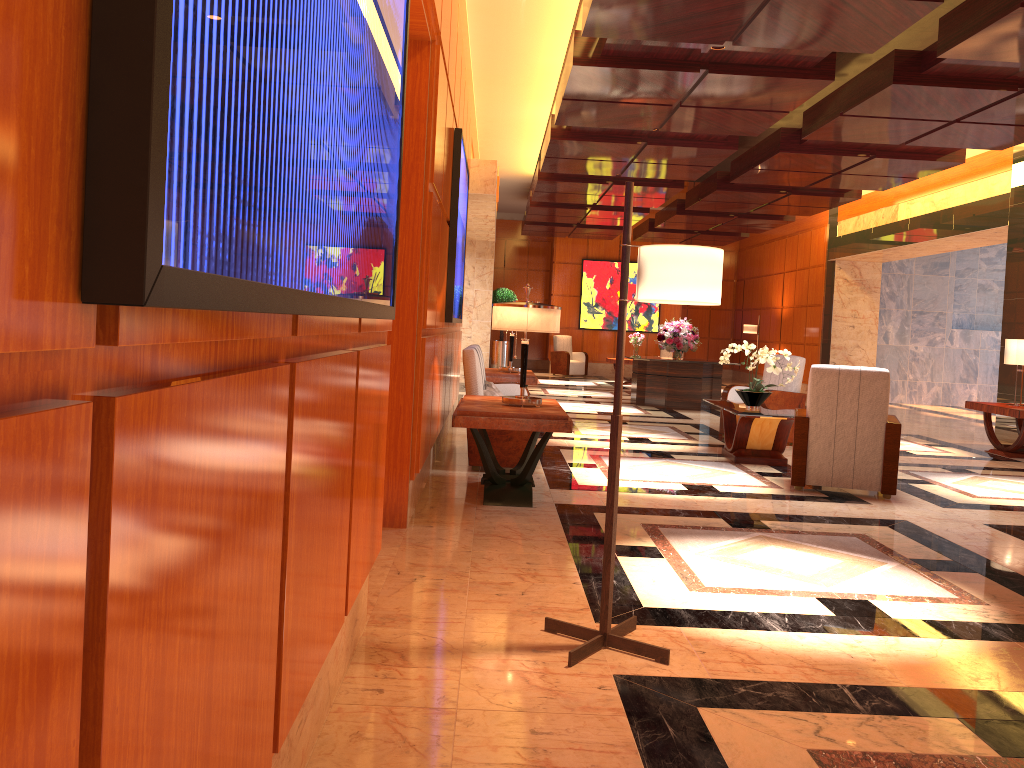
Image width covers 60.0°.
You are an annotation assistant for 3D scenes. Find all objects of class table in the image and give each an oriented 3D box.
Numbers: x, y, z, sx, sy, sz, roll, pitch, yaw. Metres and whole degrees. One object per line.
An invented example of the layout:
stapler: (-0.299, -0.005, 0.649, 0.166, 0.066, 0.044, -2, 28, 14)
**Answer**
table: (5.580, 0.519, 9.681, 0.725, 0.533, 1.169, 3, 3, 2)
table: (2.264, 0.465, 8.239, 0.722, 0.495, 1.562, 3, 4, 2)
table: (2.653, -0.258, 19.211, 1.167, 0.533, 0.726, 3, 3, -1)
table: (-0.020, 0.438, 5.955, 0.725, 0.606, 1.272, 3, 3, -1)
table: (2.570, -0.024, 13.968, 1.600, 0.744, 1.603, 3, 3, -1)
table: (-0.107, 0.157, 10.175, 0.725, 0.606, 1.272, 3, 3, -1)

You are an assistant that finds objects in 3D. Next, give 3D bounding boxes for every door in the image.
door: (-0.660, -0.494, 4.034, 0.340, 2.648, 1.540, 3, 2, -1)

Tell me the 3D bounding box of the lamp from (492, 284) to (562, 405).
lamp: (0.087, -0.267, 5.871, 0.458, 0.793, 0.459, 1, 3, -39)

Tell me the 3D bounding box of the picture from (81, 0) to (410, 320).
picture: (-0.337, -0.860, 1.765, 0.056, 1.450, 2.000, 3, 3, -1)

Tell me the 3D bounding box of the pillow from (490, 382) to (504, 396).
pillow: (-0.154, 0.094, 8.084, 0.202, 0.229, 0.274, 3, 3, 1)

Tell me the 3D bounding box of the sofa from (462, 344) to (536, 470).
sofa: (-0.113, 0.148, 7.657, 0.612, 0.931, 1.802, 3, 3, -1)

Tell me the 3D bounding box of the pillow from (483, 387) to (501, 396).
pillow: (-0.143, 0.147, 7.202, 0.195, 0.226, 0.344, 3, 3, 4)

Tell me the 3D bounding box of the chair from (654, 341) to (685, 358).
chair: (3.794, -0.553, 21.264, 0.738, 0.960, 0.629, 4, 2, 18)

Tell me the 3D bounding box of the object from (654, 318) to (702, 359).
object: (2.608, -0.724, 13.931, 0.649, 0.657, 0.681, 3, 3, -10)

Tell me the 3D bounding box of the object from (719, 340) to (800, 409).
object: (2.239, -0.085, 8.106, 0.788, 0.616, 0.418, 2, 3, -24)

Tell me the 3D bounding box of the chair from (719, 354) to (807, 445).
chair: (2.770, 0.149, 9.733, 0.628, 0.960, 0.739, 2, 2, -22)

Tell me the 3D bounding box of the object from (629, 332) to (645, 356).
object: (2.696, -0.824, 19.227, 0.351, 0.595, 0.327, 4, 2, 19)

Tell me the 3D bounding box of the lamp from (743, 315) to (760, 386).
lamp: (5.505, -0.734, 20.157, 0.526, 1.659, 0.360, 3, 2, -11)

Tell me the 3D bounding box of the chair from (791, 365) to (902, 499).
chair: (2.533, 0.333, 6.746, 0.738, 0.960, 0.629, 4, 2, 18)

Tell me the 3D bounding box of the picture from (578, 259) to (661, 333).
picture: (2.678, -2.162, 21.837, 1.996, 1.735, 0.056, 3, 1, -1)

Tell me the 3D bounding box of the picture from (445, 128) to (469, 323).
picture: (-0.458, -1.251, 7.622, 0.056, 1.450, 2.000, 3, 3, -1)

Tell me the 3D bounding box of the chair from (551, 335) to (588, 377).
chair: (1.364, -0.676, 21.207, 0.737, 0.960, 0.630, 1, 3, -42)

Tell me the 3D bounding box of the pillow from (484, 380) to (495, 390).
pillow: (-0.179, 0.108, 7.635, 0.160, 0.252, 0.358, 3, 3, -5)

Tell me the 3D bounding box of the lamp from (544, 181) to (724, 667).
lamp: (0.455, 0.117, 3.166, 0.526, 1.659, 0.360, 3, 2, -11)

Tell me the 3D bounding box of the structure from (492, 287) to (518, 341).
structure: (-0.233, -1.278, 19.493, 0.721, 1.710, 0.723, 2, 2, -23)

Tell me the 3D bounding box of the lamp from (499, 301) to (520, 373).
lamp: (0.002, -0.536, 10.023, 0.458, 0.809, 0.459, 3, 2, 8)
